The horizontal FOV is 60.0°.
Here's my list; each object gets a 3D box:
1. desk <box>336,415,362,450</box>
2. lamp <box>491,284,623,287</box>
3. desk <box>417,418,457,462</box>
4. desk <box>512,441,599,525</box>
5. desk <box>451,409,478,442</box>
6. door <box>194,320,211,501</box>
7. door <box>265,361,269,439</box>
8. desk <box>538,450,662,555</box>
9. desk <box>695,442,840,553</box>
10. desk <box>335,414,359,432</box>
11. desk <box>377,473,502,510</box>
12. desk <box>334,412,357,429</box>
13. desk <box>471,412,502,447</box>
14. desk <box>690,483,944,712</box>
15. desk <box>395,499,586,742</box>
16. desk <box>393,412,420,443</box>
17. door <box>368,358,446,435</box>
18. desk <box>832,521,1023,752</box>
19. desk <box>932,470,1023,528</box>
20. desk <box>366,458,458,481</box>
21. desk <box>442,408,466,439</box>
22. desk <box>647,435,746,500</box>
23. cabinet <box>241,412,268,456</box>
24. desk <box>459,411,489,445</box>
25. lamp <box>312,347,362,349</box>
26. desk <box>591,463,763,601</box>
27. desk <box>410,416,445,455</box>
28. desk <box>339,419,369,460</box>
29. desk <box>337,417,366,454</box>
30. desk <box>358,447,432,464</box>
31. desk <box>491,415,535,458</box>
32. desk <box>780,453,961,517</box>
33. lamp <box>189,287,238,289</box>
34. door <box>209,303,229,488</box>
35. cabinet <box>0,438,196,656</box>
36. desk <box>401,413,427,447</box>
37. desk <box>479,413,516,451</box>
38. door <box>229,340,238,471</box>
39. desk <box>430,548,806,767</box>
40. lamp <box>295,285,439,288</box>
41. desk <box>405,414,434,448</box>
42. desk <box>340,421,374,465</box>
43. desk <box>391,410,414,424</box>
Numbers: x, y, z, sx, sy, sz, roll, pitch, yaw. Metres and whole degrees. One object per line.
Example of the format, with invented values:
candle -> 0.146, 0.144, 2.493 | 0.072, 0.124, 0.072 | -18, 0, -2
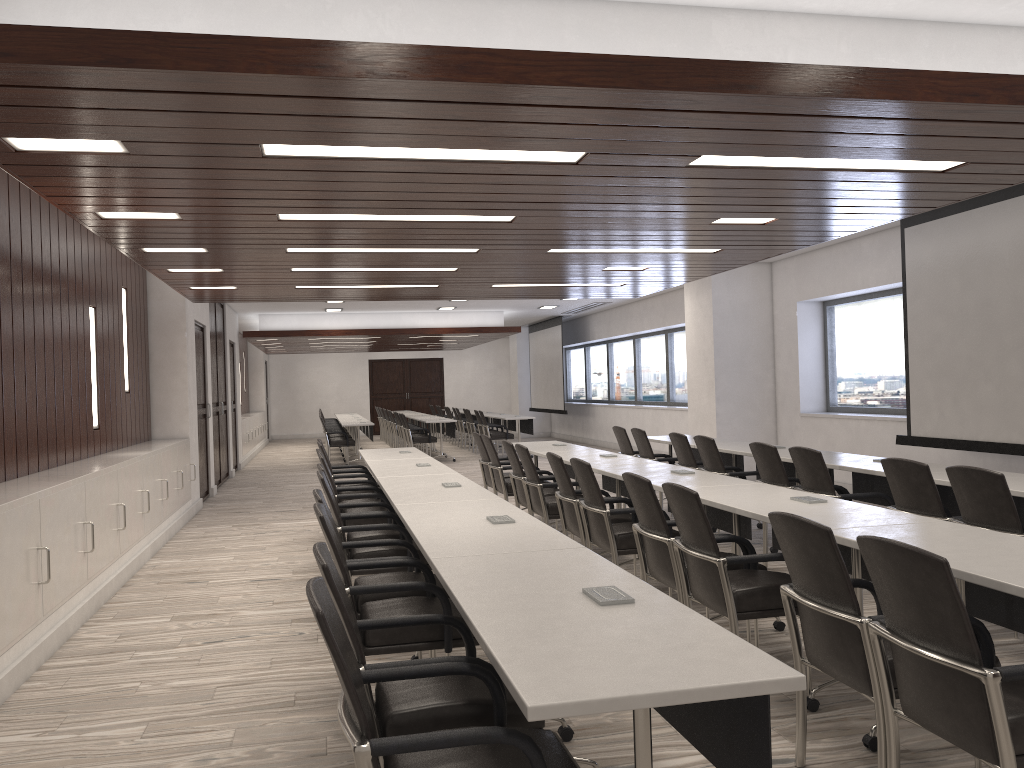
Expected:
desk -> -3.894, 1.161, 21.249 | 0.577, 0.795, 1.509 | -2, 0, -12
lamp -> 0.509, -1.107, 9.710 | 1.496, 0.045, 0.236 | -2, 0, -12
desk -> -1.448, 1.073, 17.114 | 0.577, 0.795, 1.509 | -2, 0, -12
desk -> 0.363, 0.996, 8.728 | 0.577, 0.795, 1.509 | -2, 0, -12
desk -> -1.270, 1.082, 23.377 | 0.577, 0.795, 1.509 | -2, 0, -12
door -> -4.097, 0.363, 11.553 | 0.200, 2.323, 1.163 | -2, 0, -12
door -> -7.127, 0.492, 25.582 | 0.200, 2.323, 1.163 | -2, 0, -12
desk -> 0.685, 0.982, 7.240 | 0.577, 0.795, 1.509 | -2, 0, -12
desk -> 2.148, 0.936, 7.556 | 0.577, 0.795, 1.509 | -2, 0, -12
desk -> -4.217, 1.175, 22.740 | 0.577, 0.795, 1.509 | -2, 0, -12
desk -> -0.477, 1.015, 5.428 | 0.577, 0.795, 1.509 | -2, 0, -12
desk -> -4.538, 1.189, 24.228 | 0.577, 0.795, 1.509 | -2, 0, -12
desk -> -0.626, 1.055, 20.398 | 0.577, 0.795, 1.509 | -2, 0, -12
desk -> 1.328, 0.955, 4.260 | 0.577, 0.795, 1.509 | -2, 0, -12
desk -> -0.156, 1.002, 3.939 | 0.577, 0.795, 1.509 | -2, 0, -12
desk -> -2.732, 1.128, 23.061 | 0.577, 0.795, 1.509 | -2, 0, -12
door -> -3.258, 0.373, 27.603 | 2.329, 2.323, 0.200 | -2, 0, -12
desk -> 1.648, 0.941, 2.781 | 0.577, 0.795, 1.509 | -2, 0, -12
desk -> 2.791, 0.909, 4.577 | 0.577, 0.795, 1.509 | -2, 0, -12
desk -> -0.799, 1.029, 6.919 | 0.577, 0.795, 1.509 | -2, 0, -12
desk -> -1.591, 1.096, 24.866 | 0.577, 0.795, 1.509 | -2, 0, -12
desk -> 1.826, 0.950, 9.045 | 0.577, 0.795, 1.509 | -2, 0, -12
cabinet -> -6.152, 1.081, 20.673 | 0.476, 0.698, 7.540 | -2, 0, -12
desk -> -0.948, 1.068, 21.886 | 0.577, 0.795, 1.509 | -2, 0, -12
lamp -> -4.270, -0.925, 22.076 | 1.496, 0.045, 0.236 | -2, 0, -12
desk -> 1.007, 0.968, 5.749 | 0.577, 0.795, 1.509 | -2, 0, -12
desk -> -1.769, 1.087, 18.602 | 0.577, 0.795, 1.509 | -2, 0, -12
desk -> -3.253, 1.134, 18.281 | 0.577, 0.795, 1.509 | -2, 0, -12
desk -> -3.573, 1.147, 19.761 | 0.577, 0.795, 1.509 | -2, 0, -12
desk -> -1.121, 1.043, 8.407 | 0.577, 0.795, 1.509 | -2, 0, -12
desk -> 0.015, 1.027, 17.430 | 0.577, 0.795, 1.509 | -2, 0, -12
desk -> 2.470, 0.922, 6.065 | 0.577, 0.795, 1.509 | -2, 0, -12
lamp -> -3.015, -0.996, 8.948 | 0.464, 0.045, 0.236 | -2, 0, -12
door -> -4.557, 0.100, 13.643 | 0.200, 2.889, 2.327 | -2, 0, -12
cabinet -> -3.104, 0.951, 6.565 | 0.476, 0.698, 7.540 | -2, 0, -12
desk -> -2.410, 1.114, 21.570 | 0.577, 0.795, 1.509 | -2, 0, -12
desk -> -0.307, 1.041, 18.918 | 0.577, 0.795, 1.509 | -2, 0, -12
door -> -4.998, 0.401, 15.727 | 0.200, 2.323, 1.163 | -2, 0, -12
desk -> 0.164, 0.988, 2.460 | 0.577, 0.795, 1.509 | -2, 0, -12
lamp -> -1.505, -1.043, 9.275 | 1.496, 0.045, 0.236 | -2, 0, -12
desk -> -2.089, 1.101, 20.081 | 0.577, 0.795, 1.509 | -2, 0, -12
desk -> -2.932, 1.120, 16.793 | 0.577, 0.795, 1.509 | -2, 0, -12
desk -> -3.054, 1.142, 24.549 | 0.577, 0.795, 1.509 | -2, 0, -12
